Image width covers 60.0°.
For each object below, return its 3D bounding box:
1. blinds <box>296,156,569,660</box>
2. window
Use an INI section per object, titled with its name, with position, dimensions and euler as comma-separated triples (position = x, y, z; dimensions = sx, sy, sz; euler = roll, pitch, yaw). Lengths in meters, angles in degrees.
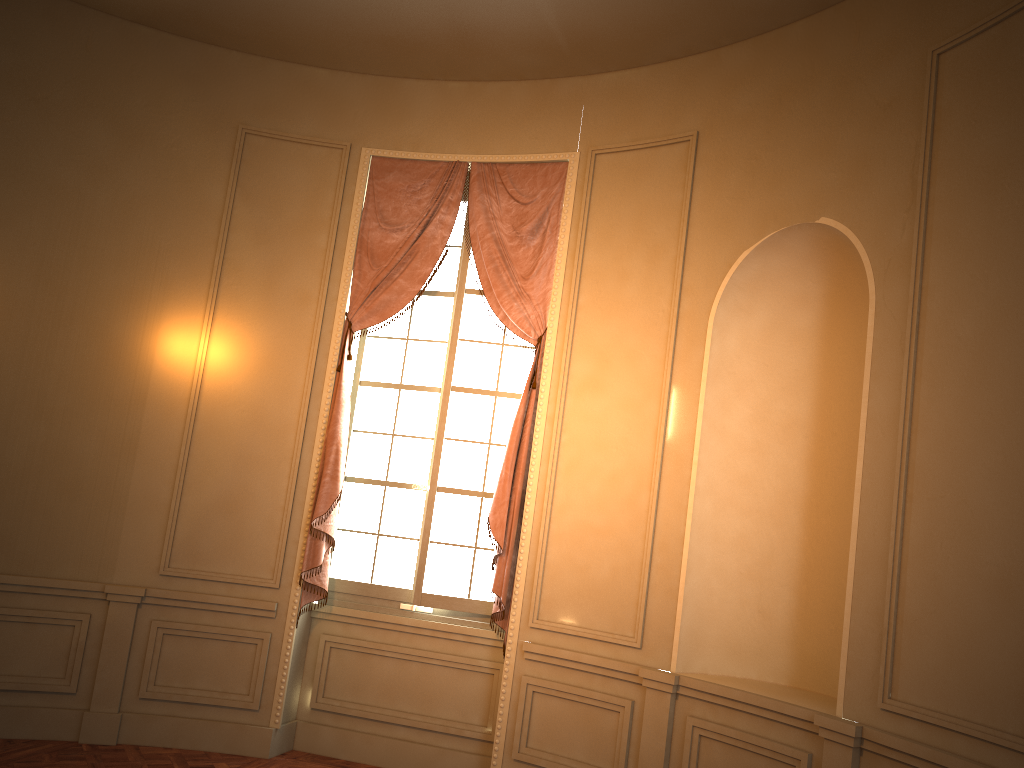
[blinds]
position = -0.470, 0.048, 5.287
dimensions = 1.317, 2.965, 0.290
euler = 6, -7, 13
[window]
position = -0.409, 0.026, 5.518
dimensions = 1.293, 2.825, 0.155
euler = 6, -7, 14
